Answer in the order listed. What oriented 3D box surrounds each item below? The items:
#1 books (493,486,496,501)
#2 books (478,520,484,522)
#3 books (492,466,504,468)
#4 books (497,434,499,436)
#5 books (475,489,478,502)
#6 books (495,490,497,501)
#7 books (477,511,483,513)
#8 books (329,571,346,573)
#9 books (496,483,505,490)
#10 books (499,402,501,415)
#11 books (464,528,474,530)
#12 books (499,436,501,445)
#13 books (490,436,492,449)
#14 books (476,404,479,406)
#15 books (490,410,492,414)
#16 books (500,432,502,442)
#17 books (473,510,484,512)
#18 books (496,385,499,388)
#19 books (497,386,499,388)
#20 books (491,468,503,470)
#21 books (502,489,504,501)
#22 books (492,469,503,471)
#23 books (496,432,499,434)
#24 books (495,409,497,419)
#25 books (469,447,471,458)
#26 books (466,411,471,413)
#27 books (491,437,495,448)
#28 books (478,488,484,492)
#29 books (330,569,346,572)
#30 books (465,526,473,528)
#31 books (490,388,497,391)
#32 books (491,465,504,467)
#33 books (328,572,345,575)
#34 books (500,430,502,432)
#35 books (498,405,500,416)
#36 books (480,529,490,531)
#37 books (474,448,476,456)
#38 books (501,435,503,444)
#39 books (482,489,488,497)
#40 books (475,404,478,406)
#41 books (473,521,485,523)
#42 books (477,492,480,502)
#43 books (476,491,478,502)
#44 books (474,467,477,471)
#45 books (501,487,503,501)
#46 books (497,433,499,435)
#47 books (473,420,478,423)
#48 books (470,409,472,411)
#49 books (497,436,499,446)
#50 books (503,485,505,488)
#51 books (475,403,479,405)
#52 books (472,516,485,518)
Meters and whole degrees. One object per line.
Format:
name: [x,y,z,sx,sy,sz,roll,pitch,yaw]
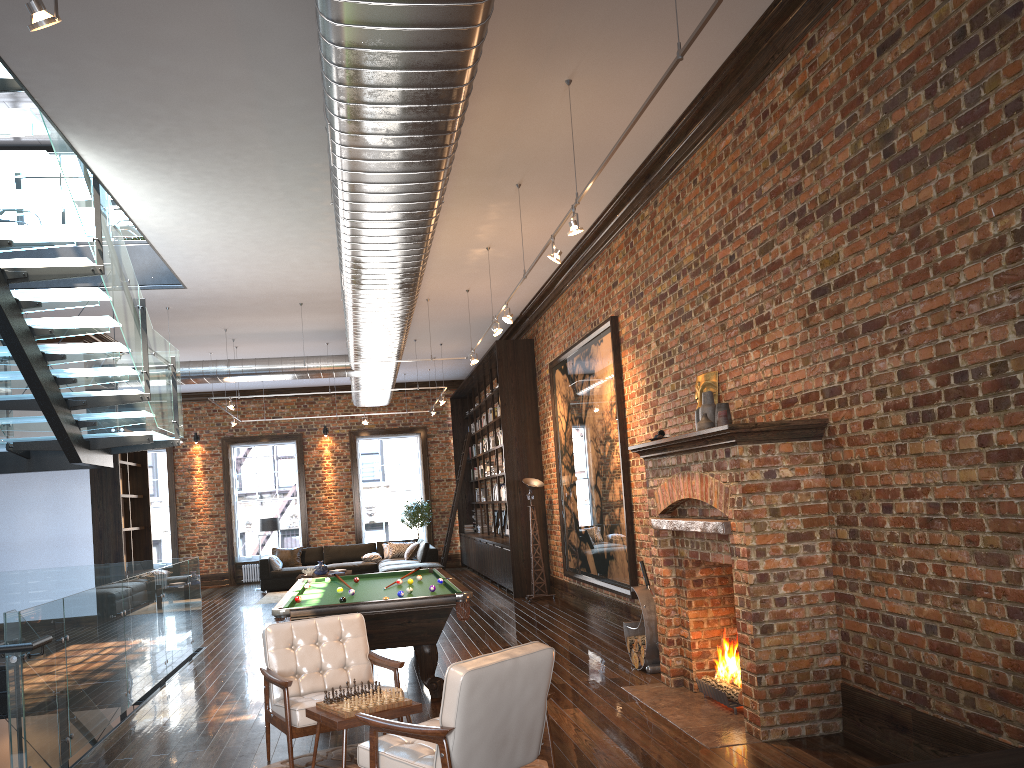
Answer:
books: [-0.277,2.193,17.815,0.184,0.299,0.016,-3,-2,-10]
books: [-0.752,3.209,20.783,0.183,0.033,0.272,-3,-7,-4]
books: [-0.258,1.621,17.313,0.243,0.015,0.166,-3,-7,-7]
books: [-0.184,1.072,16.736,0.186,0.243,0.079,-3,-3,-10]
books: [-0.754,2.591,20.665,0.183,0.299,0.015,-3,-2,-10]
books: [-0.244,2.213,17.619,0.174,0.206,0.031,-3,-3,-10]
books: [-0.766,3.003,20.787,0.184,0.030,0.266,-3,-7,-4]
books: [-3.304,3.569,16.822,0.206,0.024,0.262,-7,-8,24]
books: [-0.211,2.119,17.405,0.182,0.334,0.016,-3,-2,-10]
books: [-0.133,0.467,16.221,0.183,0.298,0.018,-3,-2,-10]
books: [-1.011,3.406,20.785,0.200,0.019,0.257,-3,-7,-8]
books: [-0.151,1.067,16.578,0.181,0.207,0.030,-3,-3,-10]
books: [-0.339,1.180,17.670,0.190,0.283,0.013,-3,-2,-10]
books: [-0.635,0.443,19.062,0.232,0.006,0.291,-2,-7,-14]
books: [-0.331,0.649,17.435,0.179,0.269,0.011,-3,-2,-10]
books: [-0.135,1.029,16.531,0.165,0.267,0.012,-3,-2,-10]
books: [-0.778,2.972,20.786,0.207,0.021,0.249,-2,-7,-15]
books: [-0.173,0.049,16.371,0.216,0.020,0.236,-2,-7,-13]
books: [-0.170,0.063,16.371,0.206,0.008,0.336,-3,-7,-7]
books: [-0.255,1.652,17.310,0.282,0.010,0.170,-3,-7,-11]
books: [-0.104,2.100,16.824,0.153,0.220,0.034,-3,-3,-10]
books: [-0.253,1.678,17.305,0.235,0.014,0.167,-3,-7,-10]
books: [-0.258,1.101,17.288,0.155,0.333,0.014,-3,-2,-10]
books: [-0.260,0.602,17.042,0.190,0.254,0.062,-3,-3,-10]
books: [-0.919,1.641,21.038,0.176,0.294,0.017,-3,-2,-10]
books: [-0.948,0.659,20.918,0.230,0.015,0.315,-2,-7,-14]
books: [-0.268,1.144,17.222,0.272,0.240,0.084,-3,-3,-10]
books: [-0.682,2.528,20.218,0.165,0.302,0.013,-3,-2,-10]
books: [-3.302,3.542,16.816,0.206,0.028,0.263,-7,-8,22]
books: [-1.022,3.349,20.786,0.185,0.013,0.274,-3,-7,-8]
books: [-0.292,0.108,17.079,0.205,0.017,0.362,-2,-7,-13]
books: [-0.259,1.603,17.315,0.285,0.012,0.161,-2,-7,-14]
books: [-3.263,3.523,16.477,0.261,0.024,0.207,1,-8,-32]
books: [-0.138,1.012,16.546,0.152,0.306,0.017,-3,-2,-10]
books: [-0.155,0.508,16.370,0.184,0.257,0.032,-3,-3,-10]
books: [-0.616,3.265,19.867,0.227,0.007,0.371,-3,-7,-9]
books: [-0.766,1.565,20.252,0.191,0.228,0.034,-3,-3,-10]
books: [-0.108,1.030,16.314,0.180,0.208,0.024,-3,-3,-10]
books: [-0.607,2.493,19.899,0.129,0.281,0.030,-3,-2,-10]
books: [-0.717,0.478,19.600,0.216,0.018,0.379,-3,-7,-12]
books: [-0.771,3.236,20.778,0.250,0.019,0.319,-3,-7,-10]
books: [-0.677,2.547,20.094,0.212,0.232,0.019,-3,-2,-10]
books: [-0.715,2.583,20.400,0.188,0.243,0.026,-3,-3,-10]
books: [-0.776,2.076,20.576,0.179,0.297,0.015,-3,-2,-10]
books: [-0.117,2.084,16.885,0.158,0.268,0.032,-3,-2,-10]
books: [-0.188,1.062,16.784,0.179,0.274,0.099,-3,-3,-10]
books: [-0.786,0.998,20.207,0.167,0.336,0.016,-3,-2,-10]
books: [-0.926,0.620,20.924,0.190,0.017,0.302,-3,-7,-12]
books: [-0.178,1.084,16.704,0.223,0.208,0.065,-3,-3,-10]
books: [-0.102,2.068,16.852,0.131,0.290,0.016,-3,-2,-10]
books: [-0.707,0.443,19.603,0.191,0.007,0.367,-3,-7,-8]
books: [-0.784,3.107,20.778,0.260,0.028,0.318,-3,-7,-10]
